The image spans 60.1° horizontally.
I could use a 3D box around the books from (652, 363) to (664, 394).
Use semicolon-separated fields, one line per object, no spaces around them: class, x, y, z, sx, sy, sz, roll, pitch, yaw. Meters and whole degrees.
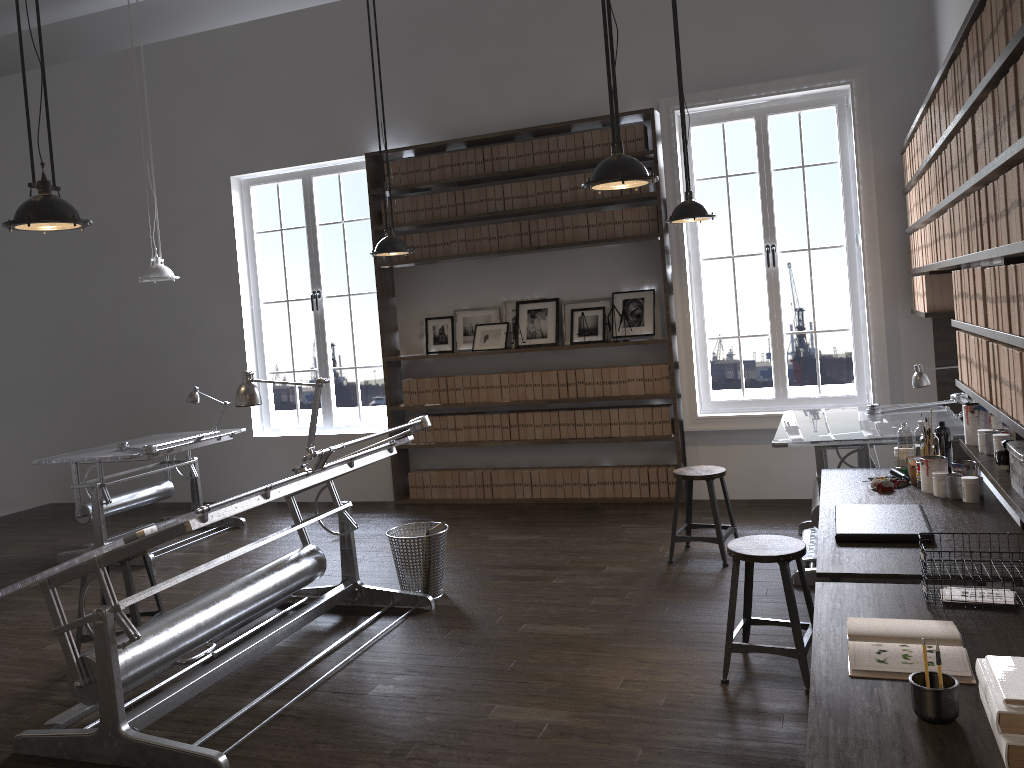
books;1.154;-0.042;6.923;0.066;0.225;0.175;-4;3;20

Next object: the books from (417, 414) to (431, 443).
books;-0.744;0.382;7.626;0.066;0.225;0.175;-4;3;20

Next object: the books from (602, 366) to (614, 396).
books;0.775;-0.021;7.060;0.066;0.225;0.175;-4;3;20

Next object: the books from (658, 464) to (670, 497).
books;1.201;0.760;6.950;0.066;0.225;0.175;-4;3;20

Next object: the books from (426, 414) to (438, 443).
books;-0.675;0.378;7.604;0.066;0.225;0.175;-4;3;20

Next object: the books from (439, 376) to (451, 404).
books;-0.551;0.050;7.539;0.067;0.225;0.175;-4;3;20

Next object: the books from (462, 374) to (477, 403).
books;-0.346;0.038;7.469;0.066;0.225;0.175;-4;3;20

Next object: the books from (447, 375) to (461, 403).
books;-0.479;0.045;7.518;0.066;0.225;0.175;-4;3;20

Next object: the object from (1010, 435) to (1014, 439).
object;2.056;0.251;3.605;0.054;0.080;0.054;-7;3;-43

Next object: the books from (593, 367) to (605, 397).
books;0.709;-0.018;7.085;0.066;0.225;0.175;-4;3;20

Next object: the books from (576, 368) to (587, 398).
books;0.576;-0.011;7.134;0.066;0.225;0.175;-4;3;20

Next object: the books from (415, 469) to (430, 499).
books;-0.762;0.864;7.664;0.066;0.225;0.175;-4;3;20

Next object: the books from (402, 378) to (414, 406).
books;-0.876;0.067;7.660;0.066;0.225;0.175;-4;3;20

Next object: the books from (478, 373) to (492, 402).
books;-0.218;0.032;7.416;0.067;0.225;0.175;-4;3;20

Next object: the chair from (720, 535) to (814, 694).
chair;1.050;0.913;3.594;0.358;0.527;0.373;-3;3;28

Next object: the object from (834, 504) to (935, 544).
object;1.326;0.498;3.184;0.312;0.033;0.447;-3;5;20

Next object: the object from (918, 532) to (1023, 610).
object;1.257;0.503;2.383;0.284;0.160;0.204;-3;4;20

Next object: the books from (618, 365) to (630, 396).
books;0.901;-0.028;7.013;0.066;0.225;0.175;-4;3;20

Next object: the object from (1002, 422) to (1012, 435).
object;2.094;0.219;3.681;0.095;0.128;0.094;-7;3;-39

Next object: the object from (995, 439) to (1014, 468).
object;1.889;0.265;3.369;0.091;0.108;0.171;-4;4;20

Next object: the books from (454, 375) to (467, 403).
books;-0.414;0.042;7.490;0.066;0.225;0.175;-4;3;20

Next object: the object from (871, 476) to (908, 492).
object;1.602;0.419;3.807;0.197;0.050;0.132;-8;5;-41

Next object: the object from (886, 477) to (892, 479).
object;1.640;0.426;3.924;0.158;0.005;0.005;-8;4;-36

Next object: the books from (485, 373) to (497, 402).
books;-0.154;0.028;7.398;0.066;0.225;0.175;-4;3;20

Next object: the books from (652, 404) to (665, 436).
books;1.156;0.280;6.939;0.066;0.225;0.175;-4;3;20

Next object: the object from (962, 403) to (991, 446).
object;2.053;0.177;3.906;0.107;0.176;0.107;-4;2;22

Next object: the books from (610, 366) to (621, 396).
books;0.837;-0.024;7.032;0.067;0.225;0.175;-4;3;20

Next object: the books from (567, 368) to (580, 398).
books;0.504;-0.007;7.154;0.067;0.225;0.175;-4;3;20

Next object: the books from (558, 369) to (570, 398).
books;0.436;-0.003;7.185;0.066;0.225;0.175;-4;3;20

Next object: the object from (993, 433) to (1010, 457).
object;1.975;0.250;3.570;0.062;0.094;0.062;-4;2;6

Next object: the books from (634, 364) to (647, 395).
books;1.021;-0.034;6.966;0.067;0.225;0.175;-4;3;20

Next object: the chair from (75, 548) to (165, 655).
chair;-1.962;1.095;4.427;0.372;0.527;0.359;-5;2;-2

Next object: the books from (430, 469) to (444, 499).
books;-0.629;0.857;7.614;0.066;0.225;0.175;-4;3;20

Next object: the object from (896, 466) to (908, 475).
object;1.763;0.394;4.007;0.049;0.037;0.049;-4;3;17

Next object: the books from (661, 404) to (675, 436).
books;1.221;0.277;6.911;0.066;0.225;0.175;-4;3;20

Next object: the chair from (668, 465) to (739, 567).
chair;1.136;0.776;5.274;0.358;0.527;0.373;-3;3;28

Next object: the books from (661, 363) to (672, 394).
books;1.213;-0.044;6.895;0.067;0.225;0.175;-4;3;20

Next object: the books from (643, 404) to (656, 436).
books;1.089;0.284;6.963;0.066;0.225;0.175;-4;3;20

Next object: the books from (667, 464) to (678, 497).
books;1.271;0.756;6.922;0.066;0.225;0.175;-4;3;20

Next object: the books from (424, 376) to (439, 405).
books;-0.681;0.056;7.589;0.066;0.225;0.175;-4;3;20

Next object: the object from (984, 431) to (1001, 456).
object;1.976;0.245;3.637;0.063;0.093;0.063;-4;2;6

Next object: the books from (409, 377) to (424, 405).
books;-0.809;0.063;7.632;0.066;0.225;0.175;-4;3;20

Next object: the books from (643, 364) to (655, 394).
books;1.088;-0.038;6.945;0.066;0.225;0.175;-4;3;20

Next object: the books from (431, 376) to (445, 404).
books;-0.619;0.053;7.569;0.066;0.225;0.175;-4;3;20

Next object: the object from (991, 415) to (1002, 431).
object;2.089;0.201;3.784;0.070;0.130;0.070;-6;3;-32

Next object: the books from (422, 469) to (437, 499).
books;-0.697;0.861;7.637;0.067;0.225;0.175;-4;3;20

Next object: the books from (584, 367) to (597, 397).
books;0.641;-0.014;7.105;0.066;0.225;0.175;-4;3;20

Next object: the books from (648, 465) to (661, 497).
books;1.129;0.764;6.970;0.067;0.225;0.175;-4;3;20

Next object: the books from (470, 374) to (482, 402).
books;-0.279;0.035;7.445;0.066;0.225;0.175;-4;3;20

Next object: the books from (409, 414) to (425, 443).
books;-0.812;0.386;7.650;0.067;0.225;0.175;-4;3;20

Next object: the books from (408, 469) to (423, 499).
books;-0.827;0.867;7.690;0.066;0.225;0.175;-4;3;20

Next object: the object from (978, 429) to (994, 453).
object;1.985;0.239;3.706;0.062;0.094;0.062;-4;2;6

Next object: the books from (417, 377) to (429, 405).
books;-0.742;0.060;7.607;0.067;0.225;0.175;-4;3;20

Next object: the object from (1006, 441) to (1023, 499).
object;1.775;0.286;2.943;0.192;0.152;0.318;-3;4;20

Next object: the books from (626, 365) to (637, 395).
books;0.959;-0.031;6.990;0.066;0.225;0.175;-4;3;20
